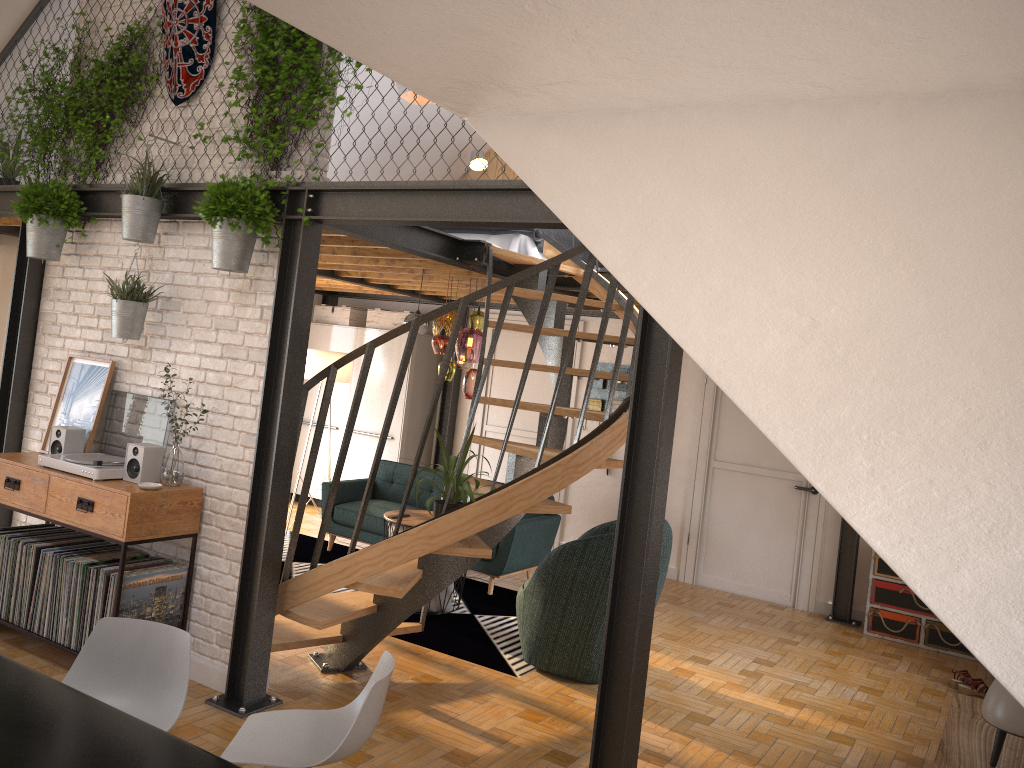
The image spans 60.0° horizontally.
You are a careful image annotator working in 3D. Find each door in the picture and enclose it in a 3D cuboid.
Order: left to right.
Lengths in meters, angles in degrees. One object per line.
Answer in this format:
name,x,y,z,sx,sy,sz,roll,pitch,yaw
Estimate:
door,0.060,0.454,9.052,1.202,2.302,0.088,6,-1,31
door,2.160,0.721,7.800,1.202,2.302,0.088,6,-1,31

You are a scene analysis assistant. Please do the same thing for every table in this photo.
table,-0.617,1.237,6.382,0.680,0.686,0.682,7,0,-20

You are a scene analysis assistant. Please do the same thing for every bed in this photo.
bed,-0.164,-1.436,8.033,2.126,1.022,2.284,7,1,31

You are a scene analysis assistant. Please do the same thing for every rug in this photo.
rug,-1.027,1.531,6.686,3.507,0.010,1.696,7,1,31

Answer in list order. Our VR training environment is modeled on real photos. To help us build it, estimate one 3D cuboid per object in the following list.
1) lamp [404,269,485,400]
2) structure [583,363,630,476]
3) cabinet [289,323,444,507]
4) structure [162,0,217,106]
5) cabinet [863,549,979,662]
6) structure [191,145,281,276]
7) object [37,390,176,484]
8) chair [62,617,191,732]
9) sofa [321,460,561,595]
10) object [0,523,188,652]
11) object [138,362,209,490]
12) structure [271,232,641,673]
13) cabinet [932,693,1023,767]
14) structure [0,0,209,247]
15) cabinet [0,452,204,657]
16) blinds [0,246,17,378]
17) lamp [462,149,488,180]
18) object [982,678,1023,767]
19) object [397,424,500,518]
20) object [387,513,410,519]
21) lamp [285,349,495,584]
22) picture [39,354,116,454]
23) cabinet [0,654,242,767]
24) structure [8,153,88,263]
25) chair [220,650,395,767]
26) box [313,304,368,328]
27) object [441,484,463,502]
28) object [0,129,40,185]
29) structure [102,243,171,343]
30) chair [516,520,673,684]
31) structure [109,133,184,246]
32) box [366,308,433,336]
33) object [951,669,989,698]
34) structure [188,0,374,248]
lamp,-0.470,-0.412,6.585,0.617,1.014,0.491,7,-1,-19
structure,0.895,0.338,8.568,0.443,1.078,0.099,6,-2,31
cabinet,-1.586,0.399,9.832,1.509,2.004,0.806,6,-1,31
structure,-1.811,-2.000,4.813,0.441,0.965,0.191,6,-1,31
cabinet,3.231,1.668,6.883,0.835,0.696,0.378,7,-1,31
structure,-1.358,-0.856,4.357,0.422,0.653,0.438,7,-1,-29
object,-2.137,0.256,4.672,0.788,0.415,0.413,7,0,31
chair,-1.176,1.148,2.460,0.404,0.867,0.429,6,-1,11
sofa,-0.640,1.164,7.525,1.977,0.783,0.822,7,0,31
object,-2.341,1.122,4.677,1.316,0.575,0.403,7,0,31
object,-1.737,0.202,4.469,0.289,0.621,0.296,8,-1,-44
structure,-0.039,-0.224,5.075,2.242,3.822,1.631,7,-1,-45
cabinet,1.575,1.580,2.763,0.597,0.634,1.754,6,1,30
structure,-2.560,-1.623,5.310,2.131,1.681,0.430,7,-1,31
cabinet,-2.288,0.933,4.648,1.267,0.964,0.454,7,-1,31
blinds,-4.036,-0.031,7.402,0.124,2.285,0.665,6,-1,31
lamp,-0.459,-2.001,9.315,0.194,0.814,0.851,7,0,-16
object,1.657,1.113,2.875,0.241,0.313,0.240,6,-1,41
object,-0.303,0.464,4.434,0.529,0.592,0.456,7,-1,18
object,-0.808,0.942,6.327,0.051,0.013,0.207,7,1,30
lamp,-1.123,0.635,7.740,2.364,1.720,0.569,7,-1,39
picture,-2.460,0.131,5.014,0.411,0.576,0.126,6,-1,31
cabinet,-0.934,1.060,1.362,2.442,1.137,0.997,7,0,31
structure,-2.701,-1.026,5.158,0.422,0.653,0.438,7,-1,-29
chair,-0.600,1.215,2.520,0.430,0.872,0.403,7,-1,-1
box,-1.894,-0.760,9.958,0.643,0.218,0.375,7,1,41
object,-0.435,0.843,6.440,0.190,0.295,0.172,7,-1,5
object,-3.591,-1.581,6.338,0.528,0.592,0.456,7,-1,13
structure,-2.036,-0.487,4.749,0.360,0.535,0.383,6,-1,40
chair,0.480,1.246,5.381,0.902,0.965,0.896,7,0,16
structure,-1.988,-1.043,4.759,0.384,0.607,0.348,7,-1,-6
box,-1.197,-0.672,9.562,0.642,0.218,0.375,7,1,26
object,3.346,1.835,5.902,0.698,0.429,1.152,7,1,30
structure,-1.091,-1.599,4.467,1.307,1.872,0.457,6,-1,27
